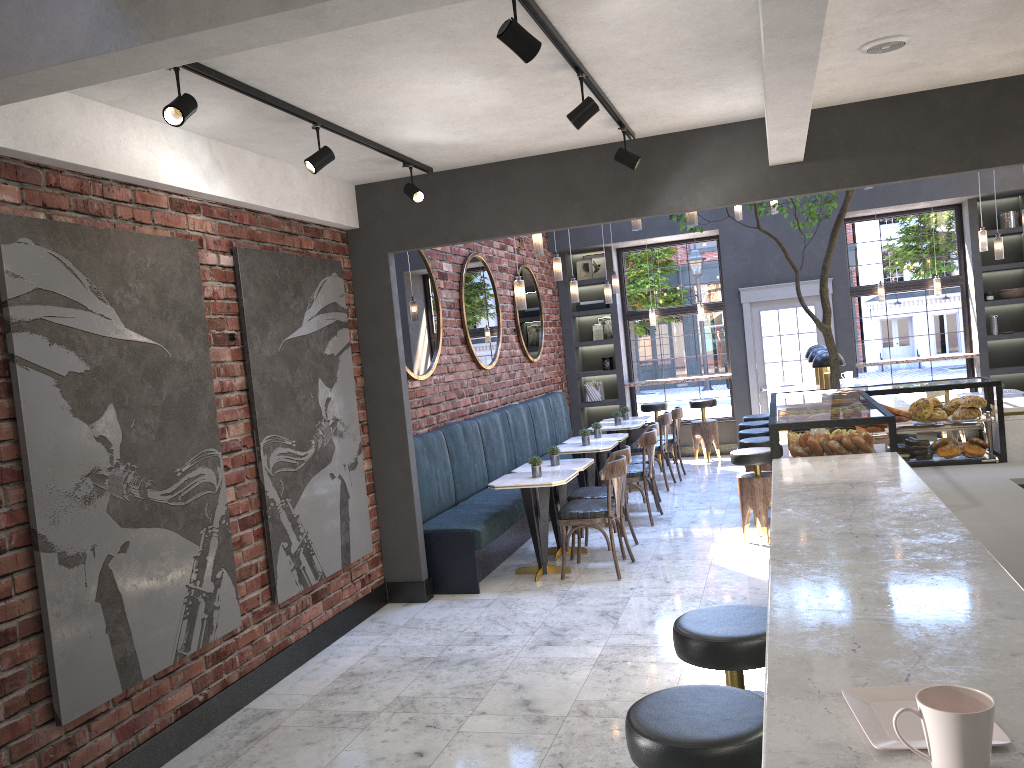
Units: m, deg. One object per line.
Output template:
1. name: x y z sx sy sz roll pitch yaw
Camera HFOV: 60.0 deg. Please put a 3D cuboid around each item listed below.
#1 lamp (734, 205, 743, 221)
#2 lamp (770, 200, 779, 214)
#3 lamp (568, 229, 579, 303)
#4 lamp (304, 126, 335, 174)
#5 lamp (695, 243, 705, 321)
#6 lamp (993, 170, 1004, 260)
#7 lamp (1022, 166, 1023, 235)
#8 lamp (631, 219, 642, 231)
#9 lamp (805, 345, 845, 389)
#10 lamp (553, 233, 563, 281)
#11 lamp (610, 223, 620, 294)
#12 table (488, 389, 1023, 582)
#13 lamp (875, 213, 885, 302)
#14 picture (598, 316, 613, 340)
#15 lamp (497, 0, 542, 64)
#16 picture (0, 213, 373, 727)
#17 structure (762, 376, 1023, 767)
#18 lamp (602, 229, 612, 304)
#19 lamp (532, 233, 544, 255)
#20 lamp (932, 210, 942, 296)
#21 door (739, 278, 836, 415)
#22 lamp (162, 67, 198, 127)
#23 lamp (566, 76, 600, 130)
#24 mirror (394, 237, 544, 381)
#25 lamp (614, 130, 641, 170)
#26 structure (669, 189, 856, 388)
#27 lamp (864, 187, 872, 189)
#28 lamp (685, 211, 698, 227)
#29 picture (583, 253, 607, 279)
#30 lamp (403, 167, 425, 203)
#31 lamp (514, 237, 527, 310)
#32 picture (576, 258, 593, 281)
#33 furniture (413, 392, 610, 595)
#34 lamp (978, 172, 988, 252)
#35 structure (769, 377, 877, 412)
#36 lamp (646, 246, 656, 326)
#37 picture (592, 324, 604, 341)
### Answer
1. lamp: 2.255 -3.815 9.511 0.078 4.107 0.078 -6 3 2
2. lamp: 2.788 -3.980 9.995 0.078 4.107 0.078 -6 3 2
3. lamp: 0.443 -2.871 8.949 0.078 4.107 0.078 -5 3 24
4. lamp: -0.978 -1.179 4.482 0.157 0.239 0.087 -7 3 -34
5. lamp: 2.496 -1.568 11.961 0.078 1.429 0.078 -7 3 -21
6. lamp: 4.706 -3.297 8.833 0.078 4.107 0.078 -6 3 2
7. lamp: 4.374 -3.369 7.765 0.078 4.107 0.078 -7 3 -21
8. lamp: 0.810 -3.293 7.107 0.078 4.107 0.078 -8 4 -43
9. lamp: 1.121 -1.254 4.939 4.182 3.258 8.831 -6 2 0
10. lamp: 0.239 -3.022 8.325 0.078 4.107 0.078 -5 3 24
11. lamp: 1.054 -3.130 10.580 0.078 4.107 0.078 -6 3 2
12. table: 2.714 0.776 8.227 4.600 0.751 4.827 -5 2 17
13. lamp: 4.657 -1.760 11.299 0.078 1.429 0.078 -7 3 -21
14. picture: 1.346 -0.792 12.565 0.247 0.326 0.044 -5 3 17
15. lamp: 0.020 -1.225 3.039 0.157 0.239 0.087 -7 3 -34
16. picture: -1.490 0.256 4.806 0.033 2.028 2.819 -5 3 17
17. structure: 2.390 0.759 2.360 3.206 1.301 5.801 -5 2 17
18. lamp: 0.904 -2.960 10.039 0.078 4.107 0.078 -6 3 2
19. lamp: 0.016 -3.101 7.170 0.078 4.107 0.078 -6 3 2
20. lamp: 5.283 -1.816 11.108 0.078 1.429 0.078 -8 4 -43
21. door: 3.544 -0.161 11.208 1.132 2.220 0.152 -5 3 17
22. lamp: -1.288 -1.106 3.430 0.087 0.235 0.157 -5 3 11
23. lamp: 0.324 -1.296 4.089 0.157 0.239 0.087 -5 3 11
24. mirror: -0.313 -0.898 8.999 0.036 1.511 4.770 -5 2 17
25. lamp: 0.676 -1.375 5.227 0.157 0.239 0.087 -5 3 11
26. structure: 2.466 -1.790 7.198 2.805 5.991 3.744 -7 3 -30
27. lamp: 3.520 -4.084 9.169 0.078 4.107 0.078 -6 3 2
28. lamp: 1.063 -3.154 6.137 0.078 4.107 0.078 -8 4 -43
29. picture: 1.192 -1.655 12.534 0.361 0.369 0.055 -5 3 17
30. lamp: -0.626 -1.257 5.623 0.087 0.235 0.157 -7 3 -32
31. lamp: -0.133 -2.595 6.538 0.078 4.107 0.078 -6 3 2
32. picture: 1.027 -1.614 12.550 0.230 0.313 0.061 -5 3 17
33. furniture: 2.708 0.574 8.260 6.022 1.151 5.337 -5 2 17
34. lamp: 4.883 -3.473 9.461 0.078 4.107 0.078 -6 3 2
35. structure: 2.964 0.599 8.255 0.990 1.050 3.488 -5 2 17
36. lamp: 1.870 -1.512 12.152 0.078 1.429 0.078 -8 4 -43
37. picture: 1.221 -0.730 12.581 0.161 0.227 0.049 -5 3 17
